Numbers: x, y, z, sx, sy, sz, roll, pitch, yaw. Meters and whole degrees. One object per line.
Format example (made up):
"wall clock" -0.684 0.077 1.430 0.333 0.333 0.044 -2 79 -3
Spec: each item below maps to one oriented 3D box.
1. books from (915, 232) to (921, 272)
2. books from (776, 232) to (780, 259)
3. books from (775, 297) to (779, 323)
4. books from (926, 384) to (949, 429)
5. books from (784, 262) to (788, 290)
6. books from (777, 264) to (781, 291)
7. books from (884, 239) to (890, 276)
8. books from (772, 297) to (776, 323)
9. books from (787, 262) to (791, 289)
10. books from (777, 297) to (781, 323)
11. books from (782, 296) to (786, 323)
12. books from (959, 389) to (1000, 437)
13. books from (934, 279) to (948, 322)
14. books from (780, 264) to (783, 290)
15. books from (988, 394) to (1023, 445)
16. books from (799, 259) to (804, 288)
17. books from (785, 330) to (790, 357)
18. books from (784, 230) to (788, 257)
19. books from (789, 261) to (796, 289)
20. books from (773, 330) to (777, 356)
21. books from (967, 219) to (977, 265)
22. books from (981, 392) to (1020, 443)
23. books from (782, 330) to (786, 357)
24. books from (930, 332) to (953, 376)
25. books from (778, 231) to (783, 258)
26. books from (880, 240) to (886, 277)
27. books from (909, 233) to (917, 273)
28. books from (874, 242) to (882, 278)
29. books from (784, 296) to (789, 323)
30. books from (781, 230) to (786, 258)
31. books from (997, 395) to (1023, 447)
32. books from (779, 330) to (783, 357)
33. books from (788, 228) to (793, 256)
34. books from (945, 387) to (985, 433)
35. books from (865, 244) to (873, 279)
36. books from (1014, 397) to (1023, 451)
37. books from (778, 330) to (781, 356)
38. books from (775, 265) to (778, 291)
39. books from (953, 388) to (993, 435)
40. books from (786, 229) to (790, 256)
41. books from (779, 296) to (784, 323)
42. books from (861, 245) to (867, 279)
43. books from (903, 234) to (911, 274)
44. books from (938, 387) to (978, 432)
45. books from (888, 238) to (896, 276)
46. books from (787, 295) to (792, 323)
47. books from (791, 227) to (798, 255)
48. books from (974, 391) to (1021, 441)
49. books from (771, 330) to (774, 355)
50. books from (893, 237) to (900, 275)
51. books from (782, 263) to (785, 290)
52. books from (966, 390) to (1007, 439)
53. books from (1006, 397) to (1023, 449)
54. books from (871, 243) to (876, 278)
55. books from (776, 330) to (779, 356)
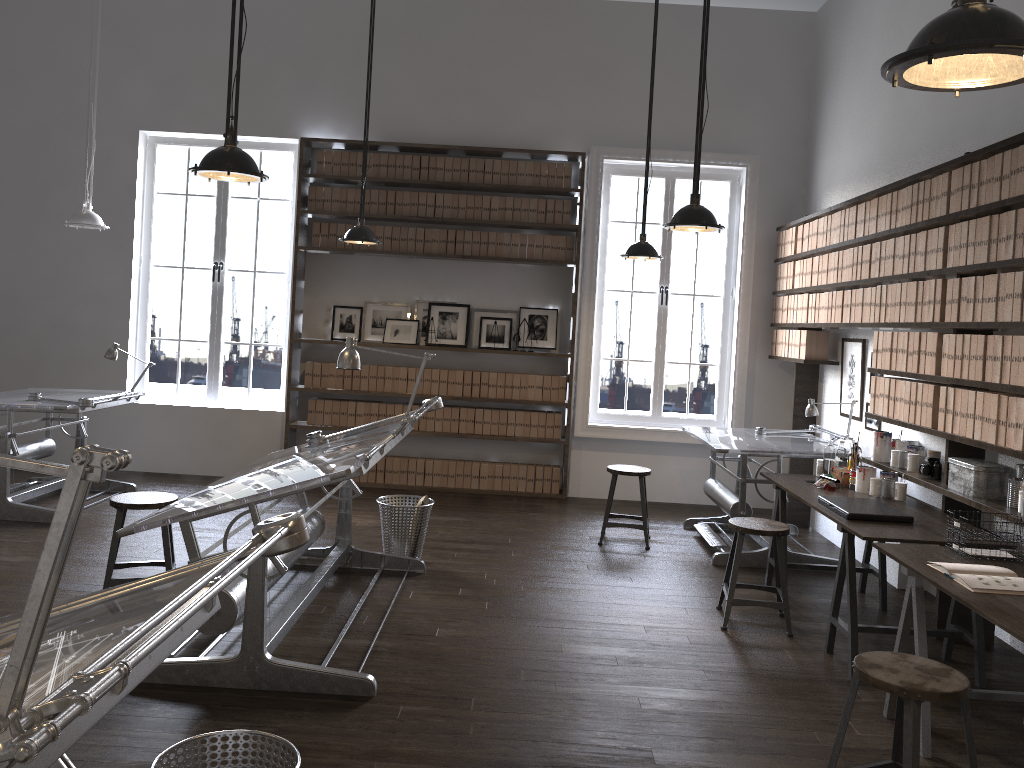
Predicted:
"books" 2.303 -0.710 4.831 0.174 0.225 0.067 3 1 1
"books" 2.353 -1.175 7.552 0.174 0.225 0.067 3 1 1
"books" 2.327 -0.621 7.502 0.174 0.225 0.067 3 1 1
"books" 2.247 0.121 4.575 0.174 0.225 0.067 3 1 1
"books" 2.334 -0.879 7.274 0.174 0.225 0.067 3 1 1
"books" 2.338 -0.893 7.476 0.174 0.225 0.067 3 1 1
"books" 2.308 -0.738 5.240 0.174 0.225 0.067 3 1 1
"books" 2.322 -0.626 7.569 0.174 0.225 0.067 3 1 1
"books" 2.338 -0.874 7.206 0.174 0.225 0.067 3 1 1
"books" 2.326 -0.616 7.431 0.174 0.225 0.067 3 1 1
"books" 2.325 -0.607 7.289 0.174 0.225 0.067 3 1 1
"books" 2.246 0.144 4.231 0.174 0.225 0.067 3 1 1
"books" 2.284 -0.425 4.566 0.174 0.225 0.067 3 1 1
"books" 2.339 -0.888 7.404 0.174 0.225 0.067 3 1 1
"books" 2.237 0.162 3.958 0.174 0.225 0.067 3 1 1
"books" 2.326 -0.846 6.856 0.174 0.225 0.067 3 1 1
"books" 2.303 -0.321 7.146 0.174 0.225 0.067 3 1 1
"books" 2.357 -1.160 7.337 0.174 0.225 0.067 3 1 1
"books" 2.337 -0.870 7.135 0.174 0.225 0.067 3 1 1
"books" 2.307 -0.344 7.493 0.174 0.225 0.067 3 1 1
"books" 2.291 -0.672 4.247 0.174 0.225 0.067 3 1 1
"books" 2.243 0.158 4.025 0.174 0.225 0.067 3 1 1
"books" 2.301 -0.326 7.218 0.174 0.225 0.067 3 1 1
"books" 2.261 -0.149 4.567 0.174 0.225 0.067 3 1 1
"books" 2.352 -1.170 7.479 0.174 0.225 0.067 3 1 1
"books" 2.310 -0.742 5.311 0.174 0.225 0.067 3 1 1
"books" 2.303 -0.715 4.901 0.174 0.225 0.067 3 1 1
"books" 2.306 -0.747 5.382 0.174 0.225 0.067 3 1 1
"books" 2.318 -0.602 7.214 0.174 0.225 0.067 3 1 1
"books" 2.354 -1.165 7.407 0.174 0.225 0.067 3 1 1
"books" 2.242 0.167 3.891 0.174 0.225 0.067 3 1 1
"books" 2.302 -0.330 7.291 0.174 0.225 0.067 3 1 1
"books" 2.349 -1.151 7.197 0.174 0.225 0.067 3 1 1
"books" 2.246 0.135 4.370 0.174 0.225 0.067 3 1 1
"books" 2.308 -0.757 5.528 0.174 0.225 0.067 3 1 1
"books" 2.236 0.176 3.749 0.174 0.225 0.067 3 1 1
"books" 2.308 -0.334 7.354 0.174 0.225 0.067 3 1 1
"books" 2.343 -0.897 7.546 0.174 0.225 0.067 3 1 1
"books" 2.249 0.140 4.300 0.174 0.225 0.067 3 1 1
"books" 2.354 -1.155 7.267 0.174 0.225 0.067 3 1 1
"books" 2.321 -0.612 7.360 0.174 0.225 0.067 3 1 1
"books" 2.314 -0.762 5.602 0.174 0.225 0.067 3 1 1
"books" 2.300 -0.720 4.971 0.174 0.225 0.067 3 1 1
"books" 2.244 0.130 4.443 0.174 0.225 0.067 3 1 1
"books" 2.302 -0.733 5.173 0.174 0.225 0.067 3 1 1
"books" 2.322 -0.597 7.140 0.174 0.225 0.067 3 1 1
"books" 2.350 -1.146 7.124 0.174 0.225 0.067 3 1 1
"books" 2.242 0.154 4.088 0.174 0.225 0.067 3 1 1
"books" 2.313 -0.348 7.568 0.174 0.225 0.067 3 1 1
"books" 2.305 -0.729 5.106 0.174 0.225 0.067 3 1 1
"books" 2.339 -0.884 7.341 0.174 0.225 0.067 3 1 1
"books" 2.241 0.149 4.160 0.174 0.225 0.067 3 1 1
"books" 2.241 0.172 3.820 0.174 0.225 0.067 3 1 1
"books" 2.312 -0.752 5.453 0.174 0.225 0.067 3 1 1
"books" 2.311 -0.338 7.419 0.174 0.225 0.067 3 1 1
